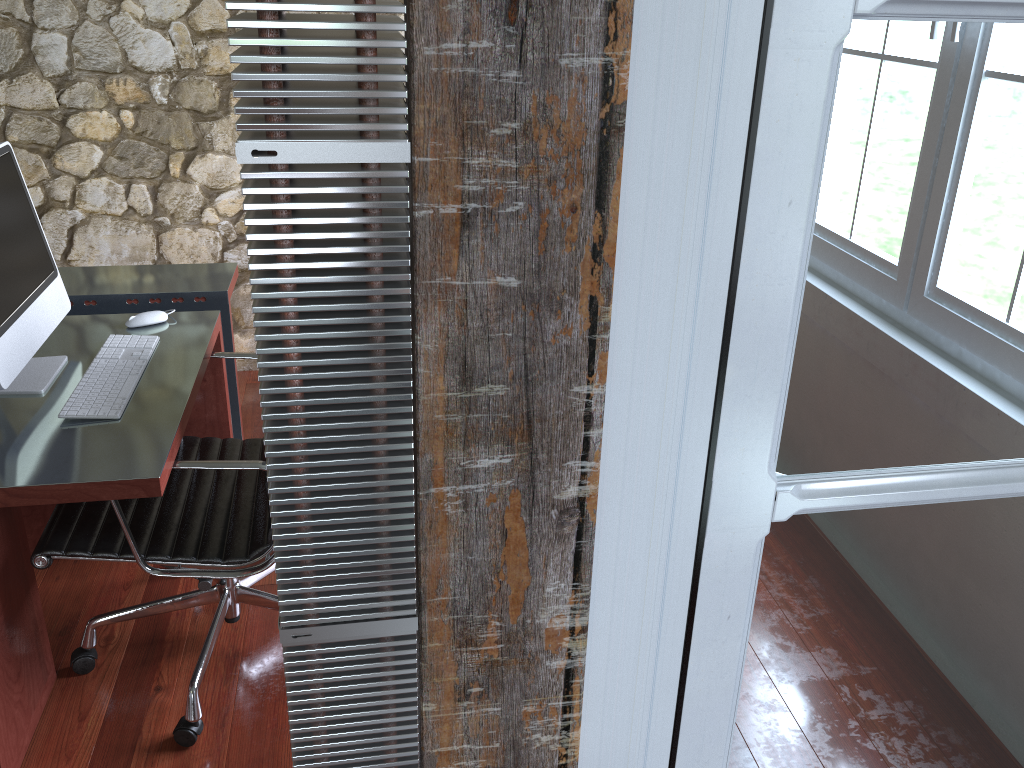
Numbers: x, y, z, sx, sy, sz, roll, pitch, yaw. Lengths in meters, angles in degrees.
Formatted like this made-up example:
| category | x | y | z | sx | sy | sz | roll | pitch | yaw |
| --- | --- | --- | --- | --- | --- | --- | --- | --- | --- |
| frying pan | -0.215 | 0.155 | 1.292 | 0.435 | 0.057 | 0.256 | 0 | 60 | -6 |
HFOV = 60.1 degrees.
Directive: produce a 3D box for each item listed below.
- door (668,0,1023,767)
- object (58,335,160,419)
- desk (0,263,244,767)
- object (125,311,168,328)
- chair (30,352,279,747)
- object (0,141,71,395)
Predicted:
| category | x | y | z | sx | sy | sz | roll | pitch | yaw |
| --- | --- | --- | --- | --- | --- | --- | --- | --- | --- |
| door | 0.696 | 0.143 | 0.918 | 1.161 | 2.139 | 0.041 | -3 | 23 | -10 |
| object | -0.898 | -0.025 | 1.997 | 0.118 | 0.017 | 0.447 | -3 | 25 | -10 |
| desk | -1.997 | 0.285 | 2.128 | 2.508 | 0.714 | 1.326 | -3 | 25 | -10 |
| object | -0.947 | -0.170 | 2.295 | 0.107 | 0.028 | 0.059 | -19 | 32 | -38 |
| chair | -0.720 | 0.198 | 2.064 | 0.699 | 1.003 | 0.679 | -1 | 23 | -6 |
| object | -1.115 | -0.236 | 1.895 | 0.190 | 0.475 | 0.493 | -2 | 24 | -10 |
